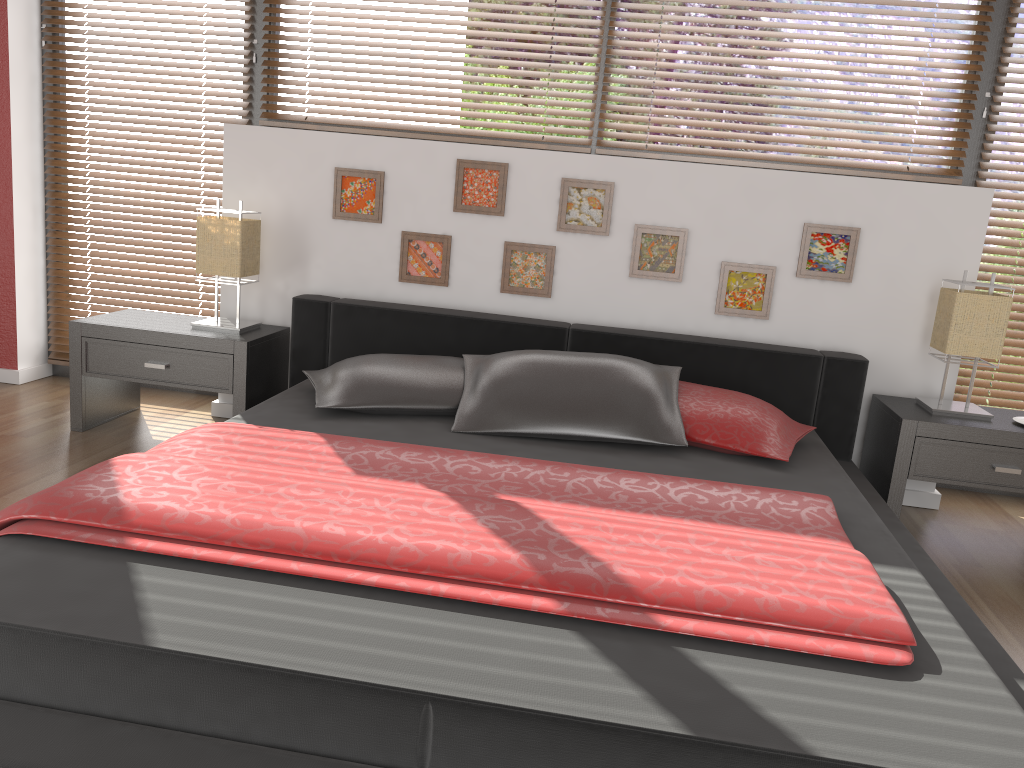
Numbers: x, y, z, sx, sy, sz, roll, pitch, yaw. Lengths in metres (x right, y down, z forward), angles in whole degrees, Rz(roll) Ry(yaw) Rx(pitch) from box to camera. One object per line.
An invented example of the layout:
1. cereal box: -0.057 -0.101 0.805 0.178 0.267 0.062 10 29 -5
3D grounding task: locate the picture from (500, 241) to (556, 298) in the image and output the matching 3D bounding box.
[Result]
1. picture: 0.061 -0.444 3.445 0.200 0.200 0.010 7 12 7

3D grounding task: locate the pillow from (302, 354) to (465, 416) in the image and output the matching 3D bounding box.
1. pillow: -0.314 0.000 2.992 0.745 0.172 0.418 1 13 -17

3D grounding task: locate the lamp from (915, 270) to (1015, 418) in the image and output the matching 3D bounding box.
1. lamp: 1.570 -0.148 3.065 0.200 0.480 0.200 7 12 7

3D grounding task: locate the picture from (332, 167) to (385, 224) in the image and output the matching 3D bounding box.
1. picture: -0.604 -0.741 3.485 0.200 0.200 0.010 7 12 7

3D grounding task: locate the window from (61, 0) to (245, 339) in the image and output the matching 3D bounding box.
1. window: -1.591 -1.067 3.933 0.889 1.893 0.020 7 12 7

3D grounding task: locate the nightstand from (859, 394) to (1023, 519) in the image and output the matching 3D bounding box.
1. nightstand: 1.640 0.324 3.108 0.700 0.423 0.413 7 12 7

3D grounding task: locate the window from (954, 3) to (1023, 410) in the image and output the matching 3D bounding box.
1. window: 2.253 -0.610 3.446 0.889 1.893 0.020 7 12 7

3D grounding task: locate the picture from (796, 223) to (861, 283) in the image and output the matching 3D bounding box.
1. picture: 1.165 -0.484 3.270 0.200 0.200 0.010 7 12 7

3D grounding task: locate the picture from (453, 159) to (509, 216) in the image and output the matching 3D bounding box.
1. picture: -0.121 -0.755 3.409 0.200 0.200 0.010 7 12 7

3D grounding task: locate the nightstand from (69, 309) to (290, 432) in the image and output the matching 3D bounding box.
1. nightstand: -1.292 -0.025 3.480 0.700 0.423 0.413 7 12 7

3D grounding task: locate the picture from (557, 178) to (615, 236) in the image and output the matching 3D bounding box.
1. picture: 0.278 -0.672 3.366 0.200 0.200 0.010 7 12 7

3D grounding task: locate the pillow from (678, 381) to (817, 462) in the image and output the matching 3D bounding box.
1. pillow: 0.592 0.096 2.930 0.745 0.172 0.418 11 13 26

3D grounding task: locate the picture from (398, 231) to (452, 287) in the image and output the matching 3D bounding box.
1. picture: -0.343 -0.493 3.496 0.200 0.200 0.010 7 12 7

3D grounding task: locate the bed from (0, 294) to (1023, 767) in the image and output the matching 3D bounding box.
1. bed: -0.106 0.254 2.326 2.469 0.577 2.413 7 12 7

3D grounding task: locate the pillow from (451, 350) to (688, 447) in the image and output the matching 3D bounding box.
1. pillow: 0.183 0.026 2.834 0.744 0.241 0.386 6 12 3

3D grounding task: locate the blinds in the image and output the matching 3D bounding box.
1. blinds: 0.316 -0.790 3.631 4.840 1.952 0.032 7 12 7

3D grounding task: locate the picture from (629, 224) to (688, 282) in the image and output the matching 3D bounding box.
1. picture: 0.554 -0.496 3.360 0.200 0.200 0.010 7 12 7

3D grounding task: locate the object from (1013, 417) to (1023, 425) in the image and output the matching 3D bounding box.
1. object: 1.789 0.139 2.992 0.179 0.012 0.179 13 14 32

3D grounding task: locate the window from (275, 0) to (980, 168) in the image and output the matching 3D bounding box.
1. window: 0.381 -1.367 3.575 2.817 0.786 0.020 7 12 7

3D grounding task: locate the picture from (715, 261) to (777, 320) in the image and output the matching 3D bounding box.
1. picture: 0.878 -0.351 3.340 0.200 0.200 0.010 7 12 7

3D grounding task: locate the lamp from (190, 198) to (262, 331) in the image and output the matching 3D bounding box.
1. lamp: -1.088 -0.463 3.403 0.200 0.480 0.200 7 12 7
